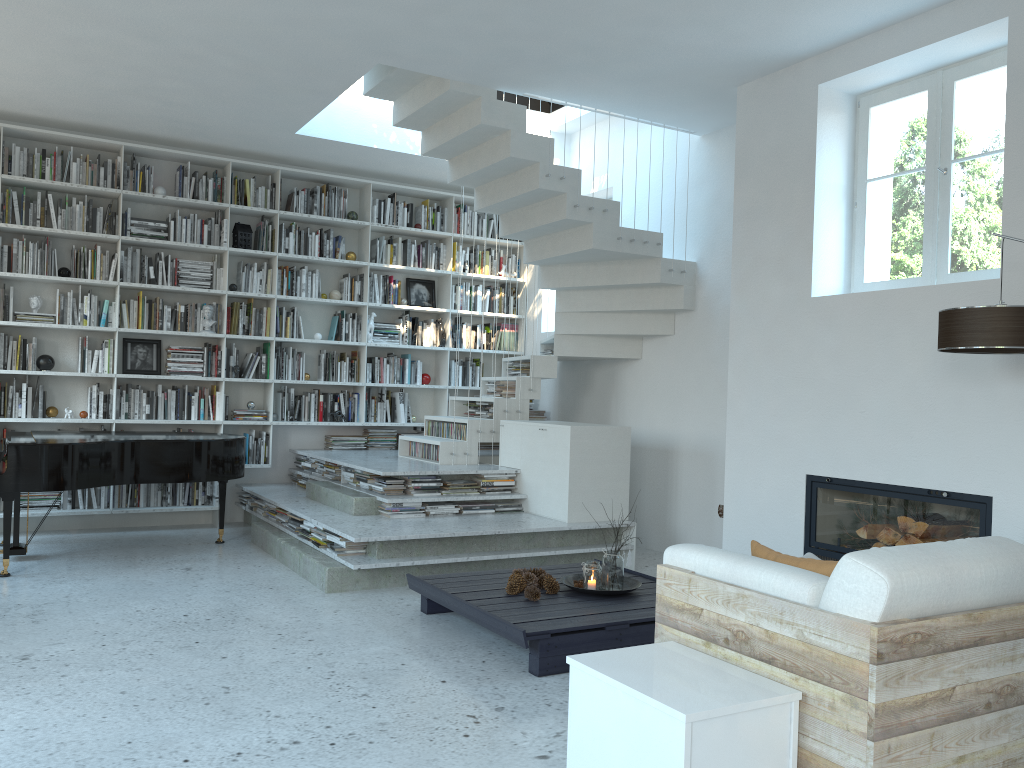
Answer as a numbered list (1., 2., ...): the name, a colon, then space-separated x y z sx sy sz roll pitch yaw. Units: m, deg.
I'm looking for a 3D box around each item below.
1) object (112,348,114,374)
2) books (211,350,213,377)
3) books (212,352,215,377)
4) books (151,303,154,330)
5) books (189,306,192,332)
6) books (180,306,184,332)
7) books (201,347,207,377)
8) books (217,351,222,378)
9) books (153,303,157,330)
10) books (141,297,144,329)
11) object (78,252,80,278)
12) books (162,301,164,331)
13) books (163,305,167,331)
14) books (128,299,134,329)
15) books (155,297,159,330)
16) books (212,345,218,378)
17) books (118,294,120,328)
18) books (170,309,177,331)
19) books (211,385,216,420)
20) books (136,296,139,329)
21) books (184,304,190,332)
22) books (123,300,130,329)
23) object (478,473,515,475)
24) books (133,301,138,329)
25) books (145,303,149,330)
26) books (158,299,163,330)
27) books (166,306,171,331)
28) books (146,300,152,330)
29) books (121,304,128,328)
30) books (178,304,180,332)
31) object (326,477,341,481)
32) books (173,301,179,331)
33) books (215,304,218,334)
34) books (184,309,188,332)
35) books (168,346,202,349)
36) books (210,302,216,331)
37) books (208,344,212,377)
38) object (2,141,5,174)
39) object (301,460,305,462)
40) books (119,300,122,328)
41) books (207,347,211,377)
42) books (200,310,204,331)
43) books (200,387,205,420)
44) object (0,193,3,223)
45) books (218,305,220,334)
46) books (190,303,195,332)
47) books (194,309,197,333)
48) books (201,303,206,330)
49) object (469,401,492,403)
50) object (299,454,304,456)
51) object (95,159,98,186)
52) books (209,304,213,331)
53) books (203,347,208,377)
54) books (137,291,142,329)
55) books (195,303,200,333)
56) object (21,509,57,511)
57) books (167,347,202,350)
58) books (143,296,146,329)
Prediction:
1. object: -3.282 -0.190 7.275 0.017 0.216 0.103 2 0 -30
2. books: -2.604 -0.172 7.650 0.013 0.232 0.134 2 0 -30
3. books: -2.589 -0.164 7.657 0.021 0.217 0.132 2 0 -30
4. books: -3.006 -0.553 7.395 0.012 0.228 0.169 2 0 -30
5. books: -2.759 -0.545 7.556 0.025 0.230 0.143 2 0 -30
6. books: -2.805 -0.544 7.497 0.029 0.224 0.185 2 0 -30
7. books: -2.647 -0.185 7.609 0.012 0.254 0.161 2 0 -30
8. books: -2.542 -0.169 7.652 0.034 0.229 0.199 2 0 -30
9. books: -2.993 -0.557 7.411 0.025 0.236 0.137 2 0 -30
10. books: -3.068 -0.575 7.332 0.015 0.266 0.189 2 0 -30
11. object: -3.490 -0.940 7.130 0.010 0.225 0.142 2 0 -30
12. books: -2.945 -0.563 7.445 0.011 0.251 0.130 2 0 -30
13. books: -2.923 -0.544 7.443 0.024 0.216 0.175 2 0 -30
14. books: -3.151 -0.569 7.328 0.026 0.248 0.139 2 0 -30
15. books: -2.972 -0.580 7.414 0.013 0.283 0.176 2 0 -30
16. books: -2.565 -0.195 7.650 0.011 0.279 0.186 2 0 -30
17. books: -3.236 -0.589 7.286 0.010 0.282 0.140 2 0 -30
18. books: -2.872 -0.534 7.487 0.050 0.199 0.145 2 0 -30
19. books: -2.583 0.161 7.663 0.011 0.300 0.149 2 0 -30
20. books: -3.112 -0.585 7.357 0.010 0.284 0.136 2 0 -30
21. books: -2.757 -0.553 7.515 0.012 0.245 0.186 2 0 -30
22. books: -3.176 -0.567 7.303 0.042 0.242 0.162 2 0 -30
23. object: -0.145 0.661 6.682 0.284 0.030 0.177 2 -1 -30
24. books: -3.124 -0.564 7.337 0.029 0.240 0.155 2 0 -30
25. books: -3.053 -0.555 7.385 0.024 0.228 0.147 2 0 -30
26. books: -2.948 -0.571 7.412 0.028 0.267 0.189 2 0 -30
27. books: -2.900 -0.543 7.457 0.030 0.215 0.168 2 0 -30
28. books: -3.033 -0.570 7.403 0.028 0.259 0.134 2 0 -30
29. books: -3.187 -0.551 7.284 0.053 0.208 0.156 2 0 -30
30. books: -2.826 -0.550 7.497 0.010 0.234 0.175 2 0 -30
31. object: -1.402 0.773 7.258 0.145 0.010 0.266 2 -1 -34
32. books: -2.838 -0.562 7.495 0.014 0.258 0.161 2 0 -30
33. books: -2.559 -0.555 7.649 0.014 0.266 0.154 2 0 -30
34. books: -2.781 -0.531 7.514 0.029 0.200 0.178 2 0 -30
35. books: -2.779 -0.311 7.532 0.254 0.012 0.161 2 -1 -26
36. books: -2.583 -0.562 7.654 0.025 0.279 0.108 2 0 -30
37. books: -2.610 -0.200 7.639 0.011 0.288 0.152 2 0 -30
38. object: -3.934 -1.721 6.854 0.012 0.285 0.159 2 0 -30
39. object: -1.832 0.691 8.027 0.135 0.011 0.221 2 -1 -26
40. books: -3.227 -0.565 7.290 0.011 0.235 0.142 2 0 -30
41. books: -2.621 -0.185 7.633 0.013 0.256 0.162 2 0 -30
42. books: -2.668 -0.527 7.595 0.035 0.201 0.149 2 0 -30
43. books: -2.666 0.166 7.626 0.010 0.284 0.132 2 0 -30
44. object: -3.945 -1.338 6.854 0.012 0.254 0.161 2 0 -30
45. books: -2.553 -0.552 7.667 0.014 0.261 0.137 2 0 -30
46. books: -2.728 -0.558 7.551 0.025 0.258 0.150 2 0 -30
47. books: -2.717 -0.531 7.577 0.022 0.206 0.114 2 0 -30
48. books: -2.650 -0.557 7.615 0.014 0.263 0.135 2 0 -30
49. object: -0.282 0.157 7.819 0.161 0.025 0.174 2 -1 -26
50. object: -1.826 0.639 8.029 0.131 0.025 0.290 2 -1 -28
51. object: -3.365 -1.680 7.177 0.010 0.247 0.157 2 0 -30
52. books: -2.600 -0.554 7.633 0.025 0.259 0.130 2 0 -30
53. books: -2.635 -0.188 7.612 0.011 0.261 0.184 2 0 -30
54. books: -3.080 -0.601 7.326 0.014 0.317 0.188 2 0 -30
55. books: -2.693 -0.557 7.583 0.024 0.259 0.126 2 0 -30
56. object: -3.738 0.987 7.011 0.254 0.007 0.161 2 -1 -27
57. books: -2.780 -0.298 7.534 0.254 0.012 0.161 2 -1 -33
58. books: -3.055 -0.582 7.356 0.010 0.281 0.170 2 0 -30
